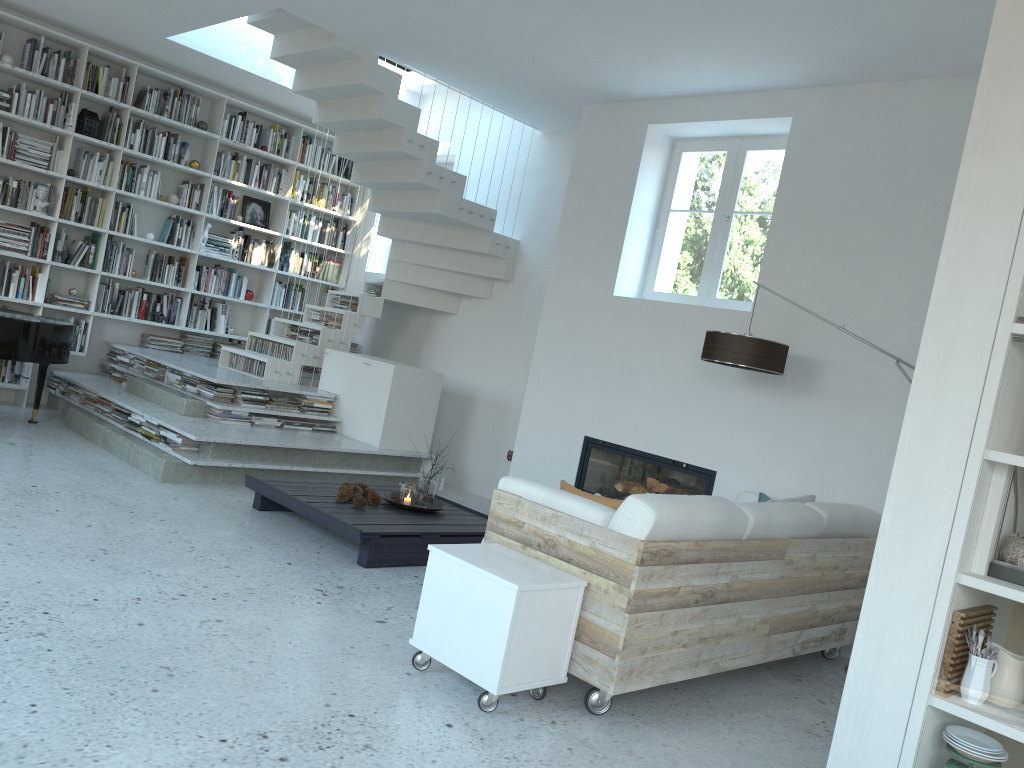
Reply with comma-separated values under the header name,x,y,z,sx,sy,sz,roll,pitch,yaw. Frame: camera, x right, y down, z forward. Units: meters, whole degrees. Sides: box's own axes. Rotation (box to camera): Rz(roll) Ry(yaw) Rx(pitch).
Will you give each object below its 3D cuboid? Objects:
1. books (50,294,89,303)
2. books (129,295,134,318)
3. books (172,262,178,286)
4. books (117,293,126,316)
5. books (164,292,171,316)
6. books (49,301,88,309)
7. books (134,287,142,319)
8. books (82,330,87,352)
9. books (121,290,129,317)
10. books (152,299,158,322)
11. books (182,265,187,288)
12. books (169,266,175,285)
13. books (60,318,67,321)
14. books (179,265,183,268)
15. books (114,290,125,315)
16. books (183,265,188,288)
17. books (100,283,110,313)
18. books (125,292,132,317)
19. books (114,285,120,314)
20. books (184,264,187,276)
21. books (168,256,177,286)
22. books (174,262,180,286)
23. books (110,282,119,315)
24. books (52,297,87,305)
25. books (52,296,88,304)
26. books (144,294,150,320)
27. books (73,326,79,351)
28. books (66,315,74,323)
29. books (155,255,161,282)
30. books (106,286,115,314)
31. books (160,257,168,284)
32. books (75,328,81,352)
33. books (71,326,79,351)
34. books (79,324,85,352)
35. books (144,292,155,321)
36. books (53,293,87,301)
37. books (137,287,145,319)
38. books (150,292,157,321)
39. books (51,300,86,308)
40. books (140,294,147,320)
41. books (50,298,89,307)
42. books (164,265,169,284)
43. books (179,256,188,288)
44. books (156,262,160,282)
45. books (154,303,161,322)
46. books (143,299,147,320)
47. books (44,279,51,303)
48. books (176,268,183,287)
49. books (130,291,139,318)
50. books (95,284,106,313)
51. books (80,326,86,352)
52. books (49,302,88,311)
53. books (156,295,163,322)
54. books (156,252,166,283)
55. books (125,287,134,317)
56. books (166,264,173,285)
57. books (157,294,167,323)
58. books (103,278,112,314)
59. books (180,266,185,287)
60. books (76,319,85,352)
name,x,y,z,sx,sy,sz,roll,pitch,yaw
books,-3.905,-0.757,7.829,0.285,0.012,0.159,10,2,-41
books,-3.568,-0.735,8.249,0.012,0.221,0.153,9,3,-45
books,-3.253,-1.057,8.457,0.018,0.229,0.181,9,3,-45
books,-3.617,-0.741,8.187,0.011,0.217,0.175,9,3,-45
books,-3.321,-0.730,8.487,0.013,0.294,0.134,9,4,-45
books,-3.918,-0.698,7.834,0.285,0.012,0.159,10,2,-40
books,-3.520,-0.760,8.293,0.012,0.285,0.159,9,4,-45
books,-3.851,-0.393,7.931,0.012,0.206,0.160,9,3,-45
books,-3.608,-0.749,8.208,0.029,0.235,0.142,9,4,-45
books,-3.414,-0.704,8.402,0.022,0.211,0.135,9,3,-45
books,-3.189,-1.051,8.562,0.007,0.235,0.131,9,4,-45
books,-3.273,-1.037,8.439,0.019,0.183,0.190,9,3,-45
books,-3.962,-0.441,7.795,0.005,0.264,0.162,9,4,-45
books,-3.217,-1.039,8.517,0.016,0.205,0.141,9,3,-45
books,-3.641,-0.752,8.159,0.065,0.231,0.161,9,3,-45
books,-3.179,-1.043,8.561,0.009,0.224,0.145,9,3,-45
books,-3.719,-0.780,8.054,0.023,0.262,0.186,9,3,-45
books,-3.587,-0.742,8.224,0.024,0.228,0.159,9,3,-45
books,-3.659,-0.778,8.127,0.010,0.277,0.173,9,4,-45
books,-3.194,-1.054,8.550,0.019,0.241,0.134,9,4,-45
books,-3.258,-1.081,8.448,0.006,0.274,0.172,9,3,-45
books,-3.237,-1.056,8.491,0.021,0.232,0.155,9,3,-45
books,-3.665,-0.787,8.106,0.030,0.294,0.188,9,3,-45
books,-3.911,-0.733,7.831,0.254,0.012,0.160,10,2,-40
books,-3.901,-0.744,7.823,0.254,0.012,0.160,10,3,-45
books,-3.467,-0.729,8.355,0.021,0.243,0.131,9,4,-45
books,-3.893,-0.410,7.872,0.012,0.226,0.149,9,3,-45
books,-3.934,-0.455,7.834,0.032,0.300,0.148,9,4,-45
books,-3.368,-1.092,8.353,0.008,0.259,0.158,9,4,-45
books,-3.687,-0.772,8.089,0.023,0.256,0.178,9,3,-45
books,-3.315,-1.078,8.380,0.018,0.251,0.183,9,3,-45
books,-3.874,-0.399,7.868,0.011,0.212,0.178,9,3,-45
books,-3.894,-0.409,7.847,0.026,0.225,0.175,9,3,-45
books,-3.864,-0.428,7.911,0.015,0.271,0.157,9,4,-45
books,-3.437,-0.734,8.360,0.026,0.262,0.173,9,3,-45
books,-3.898,-0.768,7.823,0.254,0.012,0.160,10,2,-36
books,-3.496,-0.758,8.286,0.012,0.293,0.175,9,4,-45
books,-3.424,-0.732,8.383,0.026,0.263,0.169,9,3,-45
books,-3.914,-0.709,7.831,0.254,0.012,0.160,10,2,-39
books,-3.487,-0.732,8.305,0.031,0.244,0.184,9,3,-45
books,-3.910,-0.721,7.829,0.285,0.012,0.159,10,3,-42
books,-3.309,-1.042,8.394,0.018,0.182,0.181,9,3,-45
books,-3.179,-1.078,8.520,0.007,0.295,0.162,9,4,-45
books,-3.372,-1.068,8.381,0.031,0.208,0.122,9,4,-45
books,-3.396,-0.686,8.415,0.025,0.181,0.169,9,3,-45
books,-3.479,-0.728,8.335,0.025,0.238,0.156,9,3,-45
books,-4.078,-0.816,7.735,0.030,0.210,0.136,9,3,-45
books,-3.211,-1.025,8.487,0.016,0.180,0.189,9,3,-45
books,-3.540,-0.746,8.250,0.025,0.252,0.181,9,3,-45
books,-3.746,-0.781,8.055,0.012,0.254,0.160,9,3,-45
books,-3.849,-0.406,7.912,0.013,0.233,0.149,9,3,-45
books,-3.917,-0.685,7.830,0.285,0.012,0.159,10,3,-42
books,-3.378,-0.717,8.428,0.012,0.249,0.164,9,3,-45
books,-3.339,-1.101,8.388,0.007,0.285,0.159,9,4,-45
books,-3.568,-0.759,8.235,0.014,0.268,0.171,9,3,-45
books,-3.286,-1.045,8.430,0.015,0.195,0.175,9,3,-45
books,-3.346,-0.720,8.451,0.070,0.266,0.185,9,3,-45
books,-3.703,-0.805,8.065,0.010,0.316,0.186,9,4,-45
books,-3.200,-1.036,8.521,0.013,0.204,0.158,9,3,-45
books,-3.861,-0.434,7.883,0.021,0.285,0.172,9,4,-45
